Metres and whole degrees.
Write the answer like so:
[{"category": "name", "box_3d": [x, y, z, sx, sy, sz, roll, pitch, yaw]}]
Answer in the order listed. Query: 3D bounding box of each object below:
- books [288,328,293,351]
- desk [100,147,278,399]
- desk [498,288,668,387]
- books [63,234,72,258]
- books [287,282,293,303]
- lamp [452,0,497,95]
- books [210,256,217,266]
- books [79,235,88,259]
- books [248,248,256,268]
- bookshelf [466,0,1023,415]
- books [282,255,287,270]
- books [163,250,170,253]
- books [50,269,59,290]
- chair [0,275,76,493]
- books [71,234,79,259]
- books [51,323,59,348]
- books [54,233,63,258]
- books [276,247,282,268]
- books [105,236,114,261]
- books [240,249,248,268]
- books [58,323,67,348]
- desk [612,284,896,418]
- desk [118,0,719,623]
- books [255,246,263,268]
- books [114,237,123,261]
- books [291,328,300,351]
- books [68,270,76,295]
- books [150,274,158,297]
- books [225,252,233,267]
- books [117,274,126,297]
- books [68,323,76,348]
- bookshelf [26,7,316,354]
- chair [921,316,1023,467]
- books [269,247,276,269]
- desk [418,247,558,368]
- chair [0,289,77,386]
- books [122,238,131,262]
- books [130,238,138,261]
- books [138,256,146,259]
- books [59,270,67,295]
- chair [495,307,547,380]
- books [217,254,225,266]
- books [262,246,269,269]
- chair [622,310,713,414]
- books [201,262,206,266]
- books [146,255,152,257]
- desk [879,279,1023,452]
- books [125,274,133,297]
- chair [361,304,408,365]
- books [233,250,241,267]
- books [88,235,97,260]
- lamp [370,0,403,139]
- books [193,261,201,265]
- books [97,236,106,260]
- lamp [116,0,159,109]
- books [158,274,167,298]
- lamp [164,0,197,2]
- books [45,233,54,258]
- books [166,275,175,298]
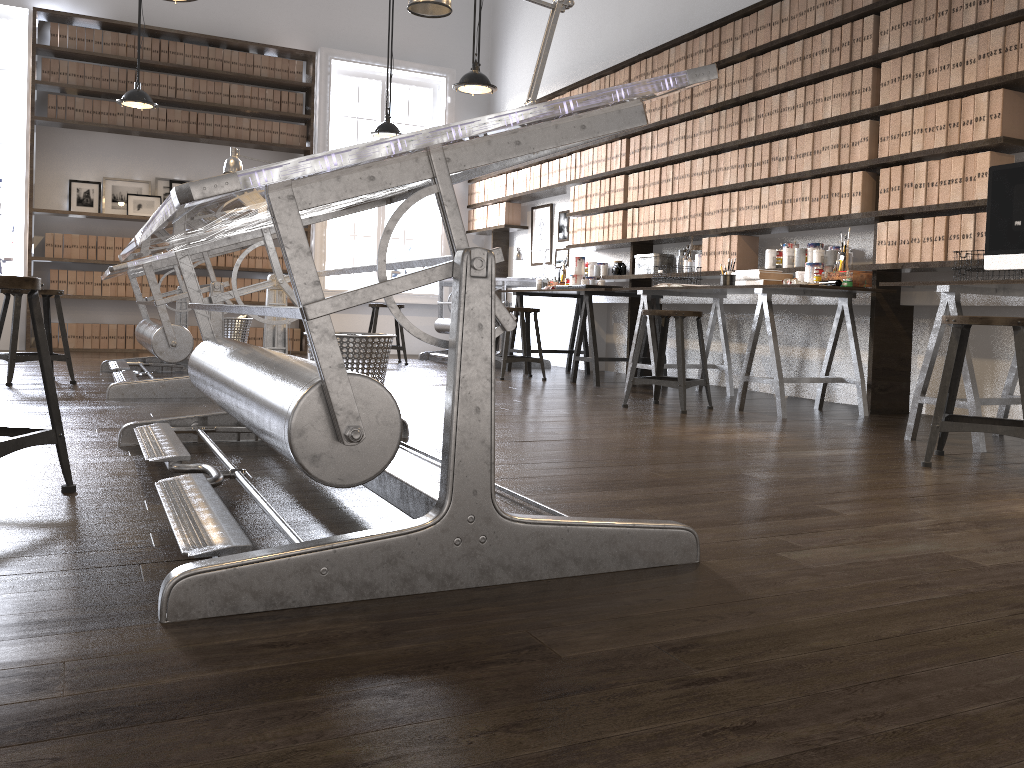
[{"category": "books", "box_3d": [-2.266, -0.449, 8.938, 0.066, 0.225, 0.175, 1, 3, -26]}, {"category": "desk", "box_3d": [-1.858, -0.704, 5.315, 1.076, 1.384, 2.286, 1, 4, -26]}, {"category": "desk", "box_3d": [0.529, -0.371, 6.735, 0.655, 0.668, 1.673, 1, 4, -26]}, {"category": "books", "box_3d": [-4.034, -1.243, 8.037, 0.067, 0.225, 0.175, 1, 3, -26]}, {"category": "books", "box_3d": [-2.254, -0.930, 8.922, 0.066, 0.225, 0.175, 1, 3, -26]}, {"category": "lamp", "box_3d": [-0.219, -3.165, 6.110, 0.311, 2.249, 0.312, 4, 2, 44]}, {"category": "books", "box_3d": [-2.909, -1.249, 8.590, 0.066, 0.225, 0.175, 1, 3, -26]}, {"category": "books", "box_3d": [-3.921, -1.244, 8.099, 0.066, 0.225, 0.175, 1, 3, -26]}, {"category": "books", "box_3d": [-2.583, -1.250, 8.748, 0.066, 0.225, 0.175, 1, 3, -26]}, {"category": "bookshelf", "box_3d": [1.657, -0.787, 5.501, 0.373, 3.200, 9.202, 1, 4, -26]}, {"category": "books", "box_3d": [-2.283, -1.251, 8.893, 0.066, 0.225, 0.175, 1, 3, -26]}, {"category": "books", "box_3d": [-3.289, -1.247, 8.404, 0.066, 0.225, 0.175, 1, 3, -26]}, {"category": "books", "box_3d": [-4.138, -0.922, 8.000, 0.067, 0.225, 0.175, 1, 3, -26]}, {"category": "chair", "box_3d": [-1.244, 0.017, 2.003, 0.358, 0.527, 0.372, 2, 3, 2]}, {"category": "books", "box_3d": [-3.979, -1.244, 8.068, 0.066, 0.225, 0.175, 1, 3, -26]}, {"category": "books", "box_3d": [-4.148, -0.441, 8.022, 0.066, 0.225, 0.175, 1, 3, -26]}, {"category": "books", "box_3d": [-4.099, -1.243, 8.005, 0.066, 0.225, 0.175, 1, 3, -26]}, {"category": "books", "box_3d": [-2.344, -1.251, 8.859, 0.067, 0.225, 0.175, 1, 3, -26]}, {"category": "books", "box_3d": [-3.721, -1.245, 8.191, 0.066, 0.225, 0.175, 1, 3, -26]}, {"category": "books", "box_3d": [-2.647, -1.250, 8.717, 0.066, 0.225, 0.175, 1, 3, -26]}, {"category": "books", "box_3d": [-4.083, -0.441, 8.050, 0.067, 0.225, 0.175, 1, 3, -26]}, {"category": "desk", "box_3d": [1.298, -0.218, 5.148, 0.655, 0.668, 1.673, 1, 4, -26]}, {"category": "desk", "box_3d": [-0.397, -0.414, 2.301, 1.076, 1.384, 2.074, 1, 4, -26]}, {"category": "books", "box_3d": [-2.520, -1.250, 8.772, 0.067, 0.225, 0.175, 1, 3, -26]}, {"category": "books", "box_3d": [-3.659, -1.246, 8.226, 0.066, 0.225, 0.175, 1, 3, -26]}, {"category": "books", "box_3d": [-2.197, -0.449, 8.969, 0.066, 0.225, 0.175, 1, 3, -26]}, {"category": "books", "box_3d": [-4.009, -0.922, 8.067, 0.066, 0.225, 0.175, 1, 3, -26]}, {"category": "books", "box_3d": [-3.388, -0.925, 8.372, 0.066, 0.225, 0.175, 1, 3, -26]}, {"category": "books", "box_3d": [-2.775, -1.249, 8.656, 0.066, 0.225, 0.175, 1, 3, -26]}, {"category": "books", "box_3d": [-3.637, -0.924, 8.244, 0.067, 0.225, 0.175, 1, 3, -26]}, {"category": "books", "box_3d": [-4.019, -0.442, 8.083, 0.066, 0.225, 0.175, 1, 3, -26]}, {"category": "bookshelf", "box_3d": [-3.211, -1.448, 8.480, 2.472, 3.718, 0.413, 1, 2, -26]}, {"category": "chair", "box_3d": [1.651, 0.031, 3.072, 0.359, 0.527, 0.372, 4, 3, 32]}, {"category": "books", "box_3d": [-2.405, -1.251, 8.832, 0.066, 0.225, 0.175, 1, 3, -26]}, {"category": "desk", "box_3d": [-0.203, -0.730, 8.185, 1.071, 1.096, 1.272, 1, 4, -26]}, {"category": "chair", "box_3d": [-2.660, -0.262, 4.906, 0.359, 0.527, 0.372, 4, 3, 42]}, {"category": "books", "box_3d": [-3.595, -1.246, 8.257, 0.066, 0.225, 0.175, 1, 3, -26]}, {"category": "books", "box_3d": [-3.532, -1.246, 8.281, 0.067, 0.225, 0.175, 1, 3, -26]}, {"category": "books", "box_3d": [-3.474, -1.246, 8.314, 0.066, 0.225, 0.175, 1, 3, -26]}, {"category": "books", "box_3d": [-4.072, -0.922, 8.032, 0.066, 0.225, 0.175, 1, 3, -26]}, {"category": "chair", "box_3d": [0.040, -0.295, 6.495, 0.358, 0.527, 0.372, 1, 3, -18]}, {"category": "books", "box_3d": [-2.840, -1.249, 8.618, 0.067, 0.225, 0.175, 1, 3, -26]}, {"category": "books", "box_3d": [-2.462, -1.251, 8.806, 0.066, 0.225, 0.175, 1, 3, -26]}, {"category": "chair", "box_3d": [0.838, -0.125, 4.690, 0.372, 0.527, 0.358, 4, 3, 37]}, {"category": "books", "box_3d": [-2.976, -1.248, 8.555, 0.066, 0.225, 0.175, 1, 3, -26]}, {"category": "books", "box_3d": [-3.417, -1.246, 8.340, 0.066, 0.225, 0.175, 1, 3, -26]}, {"category": "desk", "box_3d": [2.231, -0.034, 3.223, 0.655, 0.668, 1.673, 1, 4, -26]}, {"category": "books", "box_3d": [-3.579, -0.925, 8.279, 0.066, 0.225, 0.175, 1, 3, -26]}, {"category": "chair", "box_3d": [-1.103, -0.433, 7.728, 0.358, 0.527, 0.372, 1, 3, -18]}, {"category": "books", "box_3d": [-2.709, -1.249, 8.682, 0.066, 0.225, 0.175, 1, 3, -26]}, {"category": "books", "box_3d": [-3.852, -1.244, 8.126, 0.067, 0.225, 0.175, 1, 3, -26]}, {"category": "lamp", "box_3d": [-1.071, -3.333, 7.859, 0.311, 2.249, 0.312, 4, 2, 44]}, {"category": "books", "box_3d": [-3.031, -1.248, 8.524, 0.067, 0.225, 0.175, 1, 3, -26]}, {"category": "books", "box_3d": [-3.787, -1.245, 8.164, 0.066, 0.225, 0.175, 1, 3, -26]}, {"category": "lamp", "box_3d": [-2.920, -3.326, 6.966, 0.311, 2.249, 0.312, 4, 2, 44]}, {"category": "books", "box_3d": [-3.318, -0.925, 8.400, 0.067, 0.225, 0.175, 1, 3, -26]}, {"category": "lamp", "box_3d": [-1.672, -3.078, 4.390, 0.312, 2.249, 0.311, 2, 2, -6]}, {"category": "books", "box_3d": [-4.166, -1.243, 7.977, 0.066, 0.225, 0.175, 1, 3, -26]}, {"category": "books", "box_3d": [-3.254, -0.926, 8.437, 0.066, 0.225, 0.175, 1, 3, -26]}]
